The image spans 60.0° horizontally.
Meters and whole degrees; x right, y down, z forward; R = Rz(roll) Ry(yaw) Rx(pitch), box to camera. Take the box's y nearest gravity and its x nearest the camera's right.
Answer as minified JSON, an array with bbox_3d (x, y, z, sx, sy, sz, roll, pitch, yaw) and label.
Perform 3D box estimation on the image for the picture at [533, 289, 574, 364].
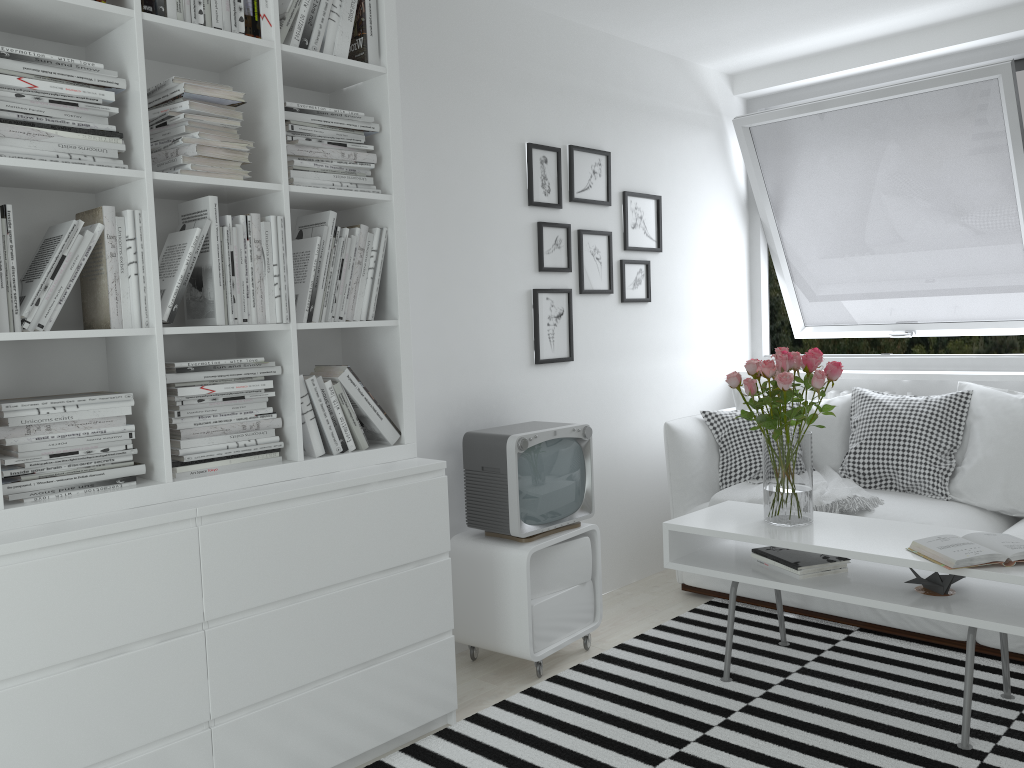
[{"bbox_3d":[0.173,-0.241,3.676,0.019,0.306,0.232,2,5,44],"label":"picture"}]

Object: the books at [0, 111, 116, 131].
[{"bbox_3d":[-1.118,-0.604,2.094,0.182,0.016,0.288,2,5,44],"label":"books"}]

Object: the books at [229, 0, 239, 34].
[{"bbox_3d":[-0.769,-1.000,2.348,0.128,0.179,0.022,2,5,44],"label":"books"}]

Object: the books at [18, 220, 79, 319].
[{"bbox_3d":[-1.108,-0.266,2.078,0.161,0.226,0.138,2,5,44],"label":"books"}]

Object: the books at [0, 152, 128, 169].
[{"bbox_3d":[-1.087,-0.509,2.089,0.182,0.016,0.288,2,5,44],"label":"books"}]

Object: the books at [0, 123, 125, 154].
[{"bbox_3d":[-1.101,-0.566,2.091,0.180,0.028,0.296,1,5,39],"label":"books"}]

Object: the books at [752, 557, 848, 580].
[{"bbox_3d":[0.962,0.605,2.979,0.191,0.014,0.259,-4,4,-20],"label":"books"}]

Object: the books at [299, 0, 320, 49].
[{"bbox_3d":[-0.619,-1.047,2.557,0.152,0.232,0.104,2,5,44],"label":"books"}]

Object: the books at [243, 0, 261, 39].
[{"bbox_3d":[-0.736,-1.013,2.390,0.136,0.196,0.045,2,5,44],"label":"books"}]

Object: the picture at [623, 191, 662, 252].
[{"bbox_3d":[0.610,-0.750,4.122,0.019,0.266,0.290,2,5,44],"label":"picture"}]

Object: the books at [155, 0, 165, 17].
[{"bbox_3d":[-0.897,-0.978,2.197,0.107,0.167,0.017,2,5,44],"label":"books"}]

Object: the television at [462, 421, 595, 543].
[{"bbox_3d":[0.070,0.344,3.202,0.273,0.374,0.414,2,5,44],"label":"television"}]

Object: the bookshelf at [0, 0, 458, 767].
[{"bbox_3d":[-0.919,-0.096,2.222,0.440,2.416,1.595,2,5,44],"label":"bookshelf"}]

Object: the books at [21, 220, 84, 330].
[{"bbox_3d":[-1.109,-0.256,2.090,0.159,0.253,0.153,2,5,44],"label":"books"}]

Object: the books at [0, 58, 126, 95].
[{"bbox_3d":[-1.107,-0.712,2.080,0.176,0.025,0.331,2,5,44],"label":"books"}]

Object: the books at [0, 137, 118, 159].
[{"bbox_3d":[-1.102,-0.543,2.089,0.174,0.021,0.273,2,5,44],"label":"books"}]

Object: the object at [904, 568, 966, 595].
[{"bbox_3d":[1.269,0.578,2.671,0.194,0.088,0.186,0,5,33],"label":"object"}]

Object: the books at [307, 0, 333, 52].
[{"bbox_3d":[-0.595,-1.051,2.578,0.172,0.235,0.112,2,5,44],"label":"books"}]

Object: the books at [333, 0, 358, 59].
[{"bbox_3d":[-0.541,-1.061,2.641,0.174,0.242,0.105,2,5,44],"label":"books"}]

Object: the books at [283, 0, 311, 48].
[{"bbox_3d":[-0.642,-1.038,2.539,0.161,0.218,0.101,2,5,44],"label":"books"}]

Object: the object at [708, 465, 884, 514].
[{"bbox_3d":[1.313,0.521,3.788,0.670,0.291,0.831,1,5,42],"label":"object"}]

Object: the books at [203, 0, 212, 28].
[{"bbox_3d":[-0.824,-0.994,2.300,0.128,0.178,0.022,2,5,44],"label":"books"}]

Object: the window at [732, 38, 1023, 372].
[{"bbox_3d":[1.426,-0.871,7.478,12.055,8.137,4.514,2,5,44],"label":"window"}]

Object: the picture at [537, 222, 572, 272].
[{"bbox_3d":[0.178,-0.565,3.674,0.018,0.202,0.196,2,5,44],"label":"picture"}]

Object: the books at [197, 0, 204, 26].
[{"bbox_3d":[-0.831,-0.989,2.280,0.109,0.171,0.018,2,5,44],"label":"books"}]

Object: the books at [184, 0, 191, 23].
[{"bbox_3d":[-0.853,-0.977,2.252,0.110,0.153,0.018,2,5,44],"label":"books"}]

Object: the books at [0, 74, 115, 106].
[{"bbox_3d":[-1.104,-0.677,2.077,0.174,0.021,0.273,2,5,44],"label":"books"}]

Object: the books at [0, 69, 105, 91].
[{"bbox_3d":[-1.115,-0.693,2.072,0.161,0.013,0.254,1,5,39],"label":"books"}]

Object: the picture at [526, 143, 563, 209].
[{"bbox_3d":[0.134,-0.846,3.619,0.018,0.248,0.196,2,5,44],"label":"picture"}]

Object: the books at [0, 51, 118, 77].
[{"bbox_3d":[-1.099,-0.732,2.074,0.159,0.012,0.285,2,5,44],"label":"books"}]

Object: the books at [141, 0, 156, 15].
[{"bbox_3d":[-0.934,-1.008,2.181,0.140,0.231,0.042,2,5,44],"label":"books"}]

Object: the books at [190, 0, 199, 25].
[{"bbox_3d":[-0.839,-0.978,2.264,0.110,0.153,0.019,2,5,44],"label":"books"}]

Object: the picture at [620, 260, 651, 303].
[{"bbox_3d":[0.572,-0.474,4.092,0.017,0.194,0.218,2,5,44],"label":"picture"}]

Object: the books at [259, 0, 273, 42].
[{"bbox_3d":[-0.705,-1.013,2.418,0.139,0.191,0.036,2,5,44],"label":"books"}]

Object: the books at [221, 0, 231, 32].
[{"bbox_3d":[-0.785,-0.998,2.334,0.128,0.178,0.021,2,5,44],"label":"books"}]

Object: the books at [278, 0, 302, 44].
[{"bbox_3d":[-0.671,-1.016,2.501,0.161,0.210,0.127,2,5,44],"label":"books"}]

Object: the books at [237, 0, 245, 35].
[{"bbox_3d":[-0.759,-1.012,2.367,0.127,0.200,0.020,2,5,44],"label":"books"}]

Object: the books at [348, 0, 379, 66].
[{"bbox_3d":[-0.483,-1.091,2.689,0.176,0.290,0.053,2,5,44],"label":"books"}]

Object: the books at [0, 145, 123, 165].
[{"bbox_3d":[-1.103,-0.525,2.094,0.182,0.016,0.288,1,5,39],"label":"books"}]

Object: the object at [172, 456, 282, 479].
[{"bbox_3d":[-0.831,0.219,2.438,0.232,0.014,0.314,1,5,43],"label":"object"}]

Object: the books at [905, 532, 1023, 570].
[{"bbox_3d":[1.345,0.471,2.527,0.342,0.040,0.231,-3,4,-4],"label":"books"}]

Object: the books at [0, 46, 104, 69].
[{"bbox_3d":[-1.113,-0.744,2.065,0.161,0.012,0.254,2,5,44],"label":"books"}]

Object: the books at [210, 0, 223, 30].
[{"bbox_3d":[-0.808,-0.999,2.319,0.134,0.184,0.030,2,5,44],"label":"books"}]

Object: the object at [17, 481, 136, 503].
[{"bbox_3d":[-1.068,0.252,2.140,0.161,0.012,0.254,2,5,44],"label":"object"}]

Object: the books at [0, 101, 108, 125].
[{"bbox_3d":[-1.115,-0.620,2.077,0.167,0.017,0.263,1,5,39],"label":"books"}]

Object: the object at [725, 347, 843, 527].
[{"bbox_3d":[0.920,0.175,2.990,0.327,0.599,0.350,-4,4,-26],"label":"object"}]

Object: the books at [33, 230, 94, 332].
[{"bbox_3d":[-1.094,-0.242,2.109,0.167,0.236,0.146,2,5,44],"label":"books"}]

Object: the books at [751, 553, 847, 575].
[{"bbox_3d":[0.961,0.590,2.982,0.191,0.014,0.254,-4,4,-21],"label":"books"}]

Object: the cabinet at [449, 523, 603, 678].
[{"bbox_3d":[0.058,0.767,3.253,0.350,0.477,0.467,1,5,38],"label":"cabinet"}]

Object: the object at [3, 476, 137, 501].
[{"bbox_3d":[-1.076,0.241,2.125,0.159,0.012,0.285,2,5,44],"label":"object"}]

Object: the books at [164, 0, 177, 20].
[{"bbox_3d":[-0.880,-0.978,2.215,0.106,0.162,0.032,2,5,44],"label":"books"}]

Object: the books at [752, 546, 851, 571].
[{"bbox_3d":[0.968,0.577,2.981,0.207,0.012,0.257,-4,4,-18],"label":"books"}]

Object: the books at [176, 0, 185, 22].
[{"bbox_3d":[-0.867,-0.982,2.238,0.120,0.167,0.020,2,5,44],"label":"books"}]

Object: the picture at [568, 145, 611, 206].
[{"bbox_3d":[0.339,-0.897,3.831,0.021,0.236,0.275,2,5,44],"label":"picture"}]

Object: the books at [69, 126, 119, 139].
[{"bbox_3d":[-1.110,-0.590,2.102,0.288,0.016,0.182,-6,5,-41],"label":"books"}]

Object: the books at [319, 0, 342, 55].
[{"bbox_3d":[-0.573,-1.057,2.617,0.172,0.239,0.093,2,5,44],"label":"books"}]

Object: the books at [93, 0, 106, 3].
[{"bbox_3d":[-1.010,-1.009,2.119,0.170,0.251,0.118,2,5,44],"label":"books"}]

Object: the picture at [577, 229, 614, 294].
[{"bbox_3d":[0.367,-0.531,3.874,0.018,0.274,0.225,2,5,44],"label":"picture"}]
